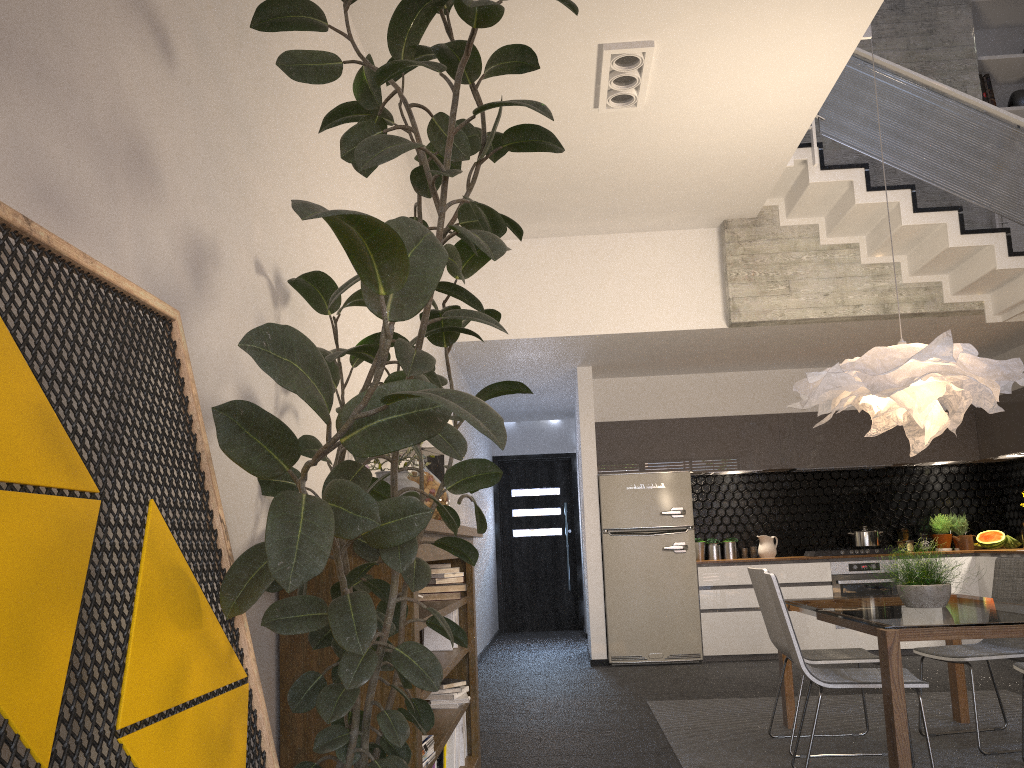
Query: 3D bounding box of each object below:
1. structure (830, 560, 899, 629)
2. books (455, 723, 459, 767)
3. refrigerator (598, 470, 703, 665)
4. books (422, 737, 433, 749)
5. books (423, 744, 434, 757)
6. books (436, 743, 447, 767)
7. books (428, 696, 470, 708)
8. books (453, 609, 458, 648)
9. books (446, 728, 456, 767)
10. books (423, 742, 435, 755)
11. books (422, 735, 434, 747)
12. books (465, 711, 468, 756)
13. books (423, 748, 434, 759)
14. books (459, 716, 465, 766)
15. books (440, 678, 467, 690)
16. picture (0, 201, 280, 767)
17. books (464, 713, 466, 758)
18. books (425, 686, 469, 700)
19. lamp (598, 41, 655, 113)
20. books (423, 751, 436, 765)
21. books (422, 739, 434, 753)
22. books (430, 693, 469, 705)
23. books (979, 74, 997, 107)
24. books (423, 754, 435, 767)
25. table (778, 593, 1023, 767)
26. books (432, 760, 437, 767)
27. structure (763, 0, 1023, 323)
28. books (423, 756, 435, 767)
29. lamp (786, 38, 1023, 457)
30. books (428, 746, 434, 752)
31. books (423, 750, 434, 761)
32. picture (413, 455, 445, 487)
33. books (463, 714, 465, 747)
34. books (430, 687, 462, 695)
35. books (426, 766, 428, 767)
[{"bbox_3d":[3.174,1.919,8.141,0.587,0.584,0.589,-3,-9,3],"label":"structure"},{"bbox_3d":[-0.324,1.621,3.973,0.174,0.233,0.101,-3,-8,3],"label":"books"},{"bbox_3d":[1.256,1.699,8.234,0.829,1.699,0.775,-3,-8,3],"label":"refrigerator"},{"bbox_3d":[-0.396,1.183,2.871,0.218,0.007,0.307,-4,-11,7],"label":"books"},{"bbox_3d":[-0.391,1.203,2.865,0.218,0.008,0.290,-4,-11,7],"label":"books"},{"bbox_3d":[-0.363,1.635,3.884,0.146,0.182,0.148,-3,-9,6],"label":"books"},{"bbox_3d":[-0.294,1.466,4.079,0.155,0.020,0.207,-5,-11,13],"label":"books"},{"bbox_3d":[-0.329,1.160,4.212,0.136,0.187,0.018,-3,-8,3],"label":"books"},{"bbox_3d":[-0.327,1.633,3.932,0.155,0.193,0.105,-3,-8,3],"label":"books"},{"bbox_3d":[-0.389,1.197,2.868,0.218,0.007,0.307,-3,-11,6],"label":"books"},{"bbox_3d":[-0.395,1.174,2.874,0.219,0.013,0.307,-4,-11,7],"label":"books"},{"bbox_3d":[-0.307,1.674,4.278,0.174,0.242,0.040,-3,-8,3],"label":"books"},{"bbox_3d":[-0.394,1.213,2.859,0.218,0.008,0.290,-4,-11,9],"label":"books"},{"bbox_3d":[-0.309,1.639,4.093,0.175,0.241,0.024,-3,-8,3],"label":"books"},{"bbox_3d":[-0.335,1.380,4.089,0.222,0.023,0.148,-12,-14,43],"label":"books"},{"bbox_3d":[-0.557,0.488,1.043,0.386,1.593,1.509,-3,-9,3],"label":"picture"},{"bbox_3d":[-0.311,1.668,4.247,0.175,0.241,0.024,-3,-8,3],"label":"books"},{"bbox_3d":[-0.316,1.426,4.090,0.175,0.023,0.245,-5,-11,13],"label":"books"},{"bbox_3d":[0.600,-1.644,4.735,0.253,0.065,0.650,-3,-11,3],"label":"lamp"},{"bbox_3d":[-0.387,1.223,2.856,0.219,0.013,0.307,-4,-11,7],"label":"books"},{"bbox_3d":[-0.392,1.190,2.870,0.218,0.007,0.307,-3,-11,6],"label":"books"},{"bbox_3d":[-0.293,1.447,4.087,0.174,0.019,0.246,-1,-11,-7],"label":"books"},{"bbox_3d":[3.912,-2.341,7.385,0.134,0.379,0.274,-3,-9,3],"label":"books"},{"bbox_3d":[-0.388,1.231,2.856,0.218,0.008,0.307,-4,-11,7],"label":"books"},{"bbox_3d":[1.985,1.417,4.192,0.997,0.709,1.814,-3,-10,3],"label":"table"},{"bbox_3d":[-0.414,1.600,3.821,0.171,0.226,0.166,-3,-9,3],"label":"books"},{"bbox_3d":[2.358,-2.162,5.636,4.234,8.246,8.527,-3,-9,3],"label":"structure"},{"bbox_3d":[-0.387,1.238,2.854,0.218,0.007,0.307,-4,-11,7],"label":"books"},{"bbox_3d":[1.840,-2.215,4.657,1.119,5.174,1.068,-4,-8,14],"label":"lamp"},{"bbox_3d":[-0.394,1.209,2.868,0.218,0.006,0.307,-4,-11,7],"label":"books"},{"bbox_3d":[-0.393,1.218,2.858,0.218,0.008,0.290,-4,-11,9],"label":"books"},{"bbox_3d":[-0.528,0.918,5.831,0.033,2.013,1.242,-3,-8,3],"label":"picture"},{"bbox_3d":[-0.313,1.655,4.177,0.174,0.242,0.019,-3,-8,3],"label":"books"},{"bbox_3d":[-0.330,1.401,4.079,0.155,0.022,0.207,1,-11,-17],"label":"books"},{"bbox_3d":[-0.387,1.246,2.854,0.218,0.008,0.307,-3,-11,2],"label":"books"}]
